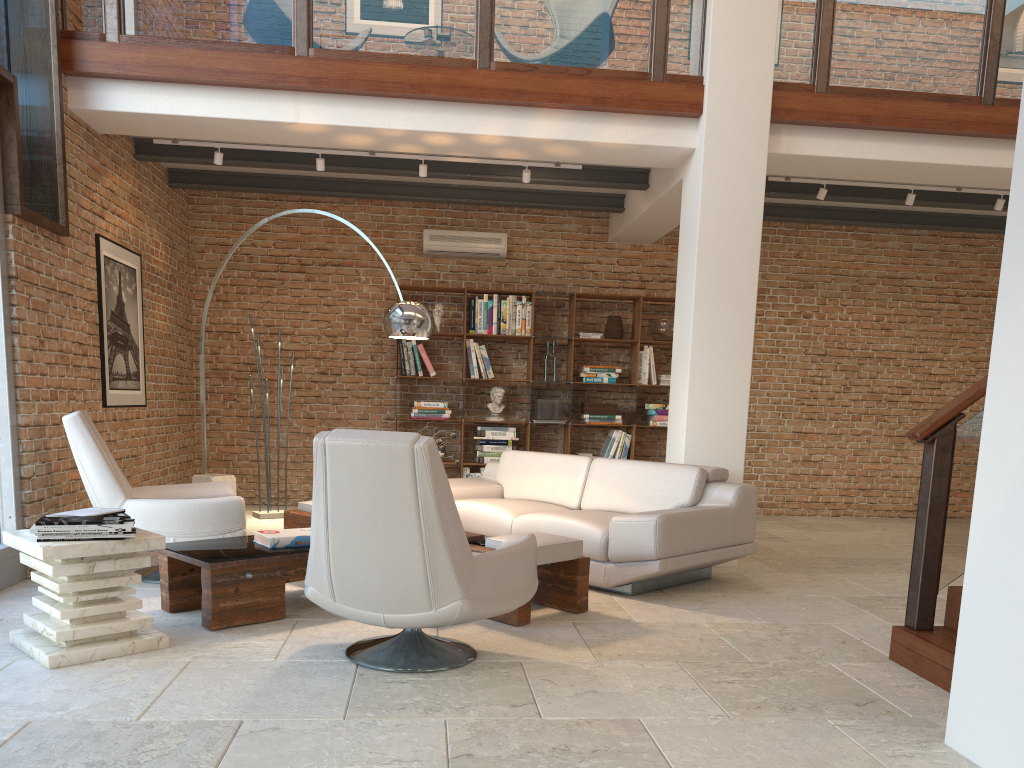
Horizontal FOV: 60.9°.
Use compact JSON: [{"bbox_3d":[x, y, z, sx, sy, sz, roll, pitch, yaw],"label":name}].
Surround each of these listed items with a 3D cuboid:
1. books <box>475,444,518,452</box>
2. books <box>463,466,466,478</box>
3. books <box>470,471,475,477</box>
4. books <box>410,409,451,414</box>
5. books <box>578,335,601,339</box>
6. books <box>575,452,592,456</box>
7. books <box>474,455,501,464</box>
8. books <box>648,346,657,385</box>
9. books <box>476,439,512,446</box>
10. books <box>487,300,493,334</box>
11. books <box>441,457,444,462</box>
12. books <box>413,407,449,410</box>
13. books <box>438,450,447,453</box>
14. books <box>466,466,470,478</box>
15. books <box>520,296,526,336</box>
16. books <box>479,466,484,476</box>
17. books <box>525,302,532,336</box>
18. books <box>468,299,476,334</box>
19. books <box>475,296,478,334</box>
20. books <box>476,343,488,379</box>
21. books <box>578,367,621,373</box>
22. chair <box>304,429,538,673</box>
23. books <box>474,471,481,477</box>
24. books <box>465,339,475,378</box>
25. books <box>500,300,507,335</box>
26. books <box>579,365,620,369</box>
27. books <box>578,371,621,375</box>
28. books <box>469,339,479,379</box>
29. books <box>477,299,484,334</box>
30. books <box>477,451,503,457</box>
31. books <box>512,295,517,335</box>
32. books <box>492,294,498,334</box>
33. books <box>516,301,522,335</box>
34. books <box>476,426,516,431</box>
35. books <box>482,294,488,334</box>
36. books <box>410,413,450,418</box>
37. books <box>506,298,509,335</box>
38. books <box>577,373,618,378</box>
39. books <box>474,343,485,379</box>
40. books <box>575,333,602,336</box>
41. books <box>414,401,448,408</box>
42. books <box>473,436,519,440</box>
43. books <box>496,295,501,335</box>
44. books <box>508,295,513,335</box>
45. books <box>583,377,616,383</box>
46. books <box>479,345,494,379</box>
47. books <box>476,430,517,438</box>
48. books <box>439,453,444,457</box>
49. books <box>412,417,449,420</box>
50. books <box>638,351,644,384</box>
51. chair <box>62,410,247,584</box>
[{"bbox_3d":[-0.161,0.643,8.780,0.380,0.065,0.241,2,-1,-19],"label":"books"},{"bbox_3d":[-0.490,1.025,8.816,0.036,0.390,0.239,1,6,-6],"label":"books"},{"bbox_3d":[-0.409,1.055,8.836,0.057,0.336,0.250,1,5,-6],"label":"books"},{"bbox_3d":[-0.807,0.272,8.654,0.380,0.037,0.241,2,-1,-12],"label":"books"},{"bbox_3d":[0.763,-0.462,8.644,0.206,0.034,0.130,2,-1,-6],"label":"books"},{"bbox_3d":[0.733,0.723,8.906,0.132,0.034,0.203,2,-1,-11],"label":"books"},{"bbox_3d":[-0.174,0.764,8.795,0.380,0.065,0.241,2,-1,-11],"label":"books"},{"bbox_3d":[1.395,-0.182,8.823,0.101,0.391,0.239,1,6,-6],"label":"books"},{"bbox_3d":[-0.185,0.581,8.756,0.327,0.056,0.251,2,-1,-11],"label":"books"},{"bbox_3d":[-0.225,-0.644,8.588,0.055,0.335,0.250,1,5,-6],"label":"books"},{"bbox_3d":[-0.858,0.744,8.736,0.326,0.056,0.251,2,-1,4],"label":"books"},{"bbox_3d":[-0.810,0.244,8.668,0.356,0.021,0.268,2,-1,-7],"label":"books"},{"bbox_3d":[-0.860,0.669,8.722,0.380,0.018,0.241,2,-1,-13],"label":"books"},{"bbox_3d":[-0.456,1.027,8.835,0.036,0.390,0.239,1,6,-6],"label":"books"},{"bbox_3d":[0.105,-0.661,8.607,0.036,0.390,0.239,1,6,-6],"label":"books"},{"bbox_3d":[-0.291,1.031,8.859,0.079,0.392,0.239,1,6,-6],"label":"books"},{"bbox_3d":[0.151,-0.631,8.633,0.055,0.335,0.250,1,5,-6],"label":"books"},{"bbox_3d":[-0.395,-0.650,8.571,0.055,0.335,0.250,1,5,-6],"label":"books"},{"bbox_3d":[-0.356,-0.663,8.571,0.021,0.365,0.266,1,6,-6],"label":"books"},{"bbox_3d":[-0.308,-0.223,8.648,0.125,0.355,0.266,1,5,-6],"label":"books"},{"bbox_3d":[0.878,-0.136,8.749,0.380,0.037,0.241,2,-1,-12],"label":"books"},{"bbox_3d":[-0.450,0.693,3.689,1.025,1.034,0.957,3,4,11],"label":"chair"},{"bbox_3d":[-0.352,1.056,8.835,0.055,0.335,0.250,1,5,-6],"label":"books"},{"bbox_3d":[-0.420,-0.245,8.638,0.101,0.391,0.239,1,6,-6],"label":"books"},{"bbox_3d":[-0.092,-0.640,8.577,0.055,0.335,0.250,1,5,-6],"label":"books"},{"bbox_3d":[0.875,-0.165,8.764,0.356,0.021,0.268,2,-1,-7],"label":"books"},{"bbox_3d":[0.874,-0.108,8.762,0.380,0.018,0.241,2,-1,-13],"label":"books"},{"bbox_3d":[-0.380,-0.243,8.619,0.103,0.390,0.239,1,6,-6],"label":"books"},{"bbox_3d":[-0.316,-0.648,8.560,0.055,0.335,0.250,1,5,-6],"label":"books"},{"bbox_3d":[-0.175,0.704,8.804,0.362,0.056,0.279,2,-1,-3],"label":"books"},{"bbox_3d":[0.011,-0.664,8.598,0.036,0.390,0.239,1,6,-6],"label":"books"},{"bbox_3d":[-0.175,-0.671,8.569,0.036,0.390,0.239,1,6,-6],"label":"books"},{"bbox_3d":[0.057,-0.635,8.601,0.055,0.335,0.250,1,5,-6],"label":"books"},{"bbox_3d":[-0.163,0.449,8.762,0.380,0.037,0.241,2,-1,-6],"label":"books"},{"bbox_3d":[-0.269,-0.674,8.565,0.036,0.390,0.239,1,6,-6],"label":"books"},{"bbox_3d":[-0.820,0.309,8.665,0.380,0.037,0.241,2,-1,-11],"label":"books"},{"bbox_3d":[-0.055,-0.653,8.593,0.021,0.365,0.266,1,6,-6],"label":"books"},{"bbox_3d":[0.857,-0.081,8.775,0.380,0.037,0.241,2,-1,-6],"label":"books"},{"bbox_3d":[-0.329,-0.224,8.637,0.125,0.355,0.266,1,5,-6],"label":"books"},{"bbox_3d":[0.758,-0.488,8.646,0.236,0.019,0.168,2,-1,-13],"label":"books"},{"bbox_3d":[-0.801,0.205,8.661,0.326,0.056,0.251,2,-1,-3],"label":"books"},{"bbox_3d":[-0.168,0.543,8.764,0.444,0.021,0.268,2,-1,-6],"label":"books"},{"bbox_3d":[-0.139,-0.669,8.582,0.036,0.390,0.239,1,6,-6],"label":"books"},{"bbox_3d":[-0.027,-0.665,8.607,0.036,0.390,0.239,1,6,-6],"label":"books"},{"bbox_3d":[0.877,-0.034,8.776,0.326,0.056,0.251,2,-1,4],"label":"books"},{"bbox_3d":[-0.259,-0.213,8.640,0.158,0.335,0.250,1,5,-6],"label":"books"},{"bbox_3d":[-0.160,0.500,8.775,0.380,0.065,0.241,2,-1,-11],"label":"books"},{"bbox_3d":[-0.878,0.697,8.734,0.380,0.037,0.241,2,-1,-6],"label":"books"},{"bbox_3d":[-0.812,0.339,8.677,0.356,0.021,0.268,2,-1,-6],"label":"books"},{"bbox_3d":[1.266,-0.159,8.793,0.055,0.335,0.250,1,5,-6],"label":"books"},{"bbox_3d":[-2.141,0.671,5.271,0.983,1.016,1.010,0,4,-21],"label":"chair"}]
